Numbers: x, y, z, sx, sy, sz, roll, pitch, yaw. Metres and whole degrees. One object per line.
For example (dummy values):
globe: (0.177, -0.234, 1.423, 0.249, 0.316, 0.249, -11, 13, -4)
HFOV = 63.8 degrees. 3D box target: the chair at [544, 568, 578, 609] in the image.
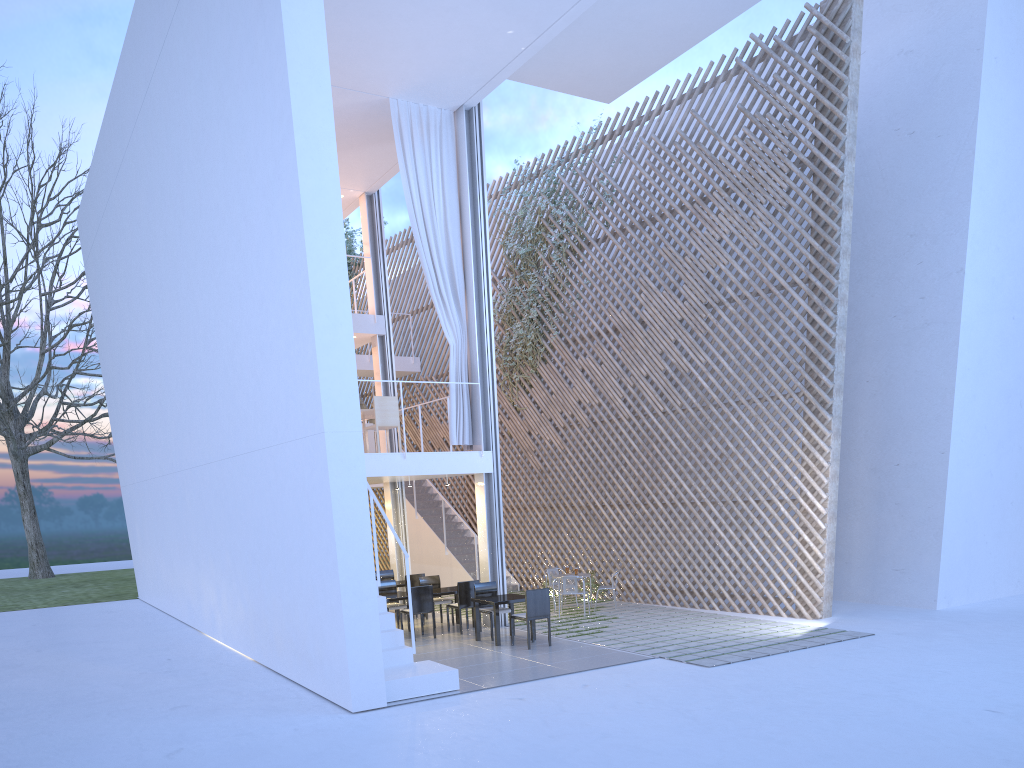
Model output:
chair: (0.443, 1.928, 7.786, 0.257, 0.398, 0.240, -7, 9, -31)

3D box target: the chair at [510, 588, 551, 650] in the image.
chair: (0.127, 1.654, 5.831, 0.187, 0.459, 0.230, -9, 11, -31)

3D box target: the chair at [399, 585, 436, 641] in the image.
chair: (-0.742, 1.776, 6.406, 0.187, 0.459, 0.230, -9, 11, -31)

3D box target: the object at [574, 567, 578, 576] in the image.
object: (0.574, 1.679, 7.362, 0.032, 0.080, 0.029, 0, 11, 13)

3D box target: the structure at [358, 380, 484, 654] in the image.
structure: (-0.420, 0.796, 5.571, 1.335, 1.871, 1.409, -7, 7, -31)

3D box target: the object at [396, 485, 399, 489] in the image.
object: (-1.047, 0.919, 7.499, 0.029, 0.083, 0.027, -7, 12, -20)

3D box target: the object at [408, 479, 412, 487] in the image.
object: (-0.812, 0.772, 6.505, 0.029, 0.083, 0.027, -7, 12, -20)

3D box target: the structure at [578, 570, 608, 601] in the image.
structure: (0.786, 2.007, 8.196, 0.313, 0.338, 0.286, 1, 6, 43)

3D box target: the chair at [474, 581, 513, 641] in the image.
chair: (-0.136, 1.724, 6.251, 0.187, 0.459, 0.230, -9, 11, -31)

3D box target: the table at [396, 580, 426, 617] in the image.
table: (-1.248, 1.995, 7.497, 0.902, 0.343, 0.346, 0, 1, -30)

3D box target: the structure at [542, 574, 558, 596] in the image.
structure: (0.432, 2.131, 8.735, 0.263, 0.272, 0.256, -4, 4, -24)

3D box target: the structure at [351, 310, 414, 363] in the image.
structure: (-1.685, -0.555, 9.606, 1.122, 0.592, 0.026, -1, 11, -30)

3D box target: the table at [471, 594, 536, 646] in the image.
table: (-0.057, 1.749, 6.117, 0.352, 0.346, 0.346, -5, 4, -31)

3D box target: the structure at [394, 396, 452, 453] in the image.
structure: (-0.680, 0.436, 7.249, 0.027, 0.575, 1.688, -12, 0, -33)

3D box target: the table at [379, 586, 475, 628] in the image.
table: (-0.758, 1.865, 6.718, 0.902, 0.343, 0.346, 0, 1, -30)

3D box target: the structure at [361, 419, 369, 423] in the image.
structure: (-1.647, 0.693, 8.789, 0.027, 0.575, 1.690, -12, 0, -33)

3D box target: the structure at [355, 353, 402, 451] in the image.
structure: (-2.043, 0.281, 10.799, 0.516, 1.973, 1.232, -12, 12, -38)

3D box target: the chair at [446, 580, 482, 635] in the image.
chair: (-0.393, 1.785, 6.608, 0.187, 0.459, 0.230, -9, 11, -31)

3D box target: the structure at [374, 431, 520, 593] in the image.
structure: (-1.032, 1.448, 9.438, 1.146, 2.050, 1.936, -10, 7, -38)

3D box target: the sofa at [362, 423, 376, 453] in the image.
sofa: (-1.719, 0.608, 7.810, 0.491, 0.381, 0.977, -3, -4, -32)

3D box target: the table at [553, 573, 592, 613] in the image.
table: (0.549, 1.904, 7.496, 0.349, 0.348, 0.334, -2, 4, 21)

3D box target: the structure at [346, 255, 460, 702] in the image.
structure: (-0.990, 0.281, 5.948, 1.684, 3.458, 3.599, -9, 5, -32)

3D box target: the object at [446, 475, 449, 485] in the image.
object: (-1.695, 1.272, 7.069, 1.644, 0.849, 1.830, -1, -4, -34)

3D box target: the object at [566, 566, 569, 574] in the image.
object: (0.508, 1.707, 7.542, 0.032, 0.080, 0.029, 0, 11, 13)

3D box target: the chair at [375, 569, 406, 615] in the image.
chair: (-1.155, 1.988, 7.820, 0.187, 0.459, 0.230, -9, 11, -31)

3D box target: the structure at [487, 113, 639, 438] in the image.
structure: (0.381, -0.871, 8.123, 0.711, 2.850, 2.326, -13, 11, -41)

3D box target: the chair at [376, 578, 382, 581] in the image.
chair: (-1.259, 1.913, 7.227, 0.187, 0.459, 0.230, -9, 11, -31)

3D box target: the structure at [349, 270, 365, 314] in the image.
structure: (-1.711, -0.713, 8.450, 0.027, 0.575, 1.690, -12, 0, -33)

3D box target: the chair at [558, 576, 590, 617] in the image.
chair: (0.529, 1.839, 7.165, 0.263, 0.398, 0.234, -1, 8, 14)

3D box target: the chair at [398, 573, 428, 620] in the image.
chair: (-0.910, 1.923, 7.429, 0.187, 0.459, 0.230, -9, 11, -31)

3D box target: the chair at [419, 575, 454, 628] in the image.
chair: (-0.639, 1.851, 6.999, 0.187, 0.459, 0.230, -9, 11, -31)

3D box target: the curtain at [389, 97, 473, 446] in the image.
curtain: (-0.573, -0.753, 6.086, 0.498, 2.535, 0.093, -10, 16, -31)

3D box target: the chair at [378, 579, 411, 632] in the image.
chair: (-0.988, 1.841, 6.797, 0.187, 0.459, 0.230, -9, 11, -31)

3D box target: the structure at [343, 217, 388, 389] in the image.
structure: (-2.799, 0.219, 12.158, 1.078, 4.733, 3.231, -11, 10, -35)

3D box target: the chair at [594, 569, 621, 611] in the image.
chair: (0.871, 1.862, 7.458, 0.249, 0.398, 0.247, -2, 7, 9)
